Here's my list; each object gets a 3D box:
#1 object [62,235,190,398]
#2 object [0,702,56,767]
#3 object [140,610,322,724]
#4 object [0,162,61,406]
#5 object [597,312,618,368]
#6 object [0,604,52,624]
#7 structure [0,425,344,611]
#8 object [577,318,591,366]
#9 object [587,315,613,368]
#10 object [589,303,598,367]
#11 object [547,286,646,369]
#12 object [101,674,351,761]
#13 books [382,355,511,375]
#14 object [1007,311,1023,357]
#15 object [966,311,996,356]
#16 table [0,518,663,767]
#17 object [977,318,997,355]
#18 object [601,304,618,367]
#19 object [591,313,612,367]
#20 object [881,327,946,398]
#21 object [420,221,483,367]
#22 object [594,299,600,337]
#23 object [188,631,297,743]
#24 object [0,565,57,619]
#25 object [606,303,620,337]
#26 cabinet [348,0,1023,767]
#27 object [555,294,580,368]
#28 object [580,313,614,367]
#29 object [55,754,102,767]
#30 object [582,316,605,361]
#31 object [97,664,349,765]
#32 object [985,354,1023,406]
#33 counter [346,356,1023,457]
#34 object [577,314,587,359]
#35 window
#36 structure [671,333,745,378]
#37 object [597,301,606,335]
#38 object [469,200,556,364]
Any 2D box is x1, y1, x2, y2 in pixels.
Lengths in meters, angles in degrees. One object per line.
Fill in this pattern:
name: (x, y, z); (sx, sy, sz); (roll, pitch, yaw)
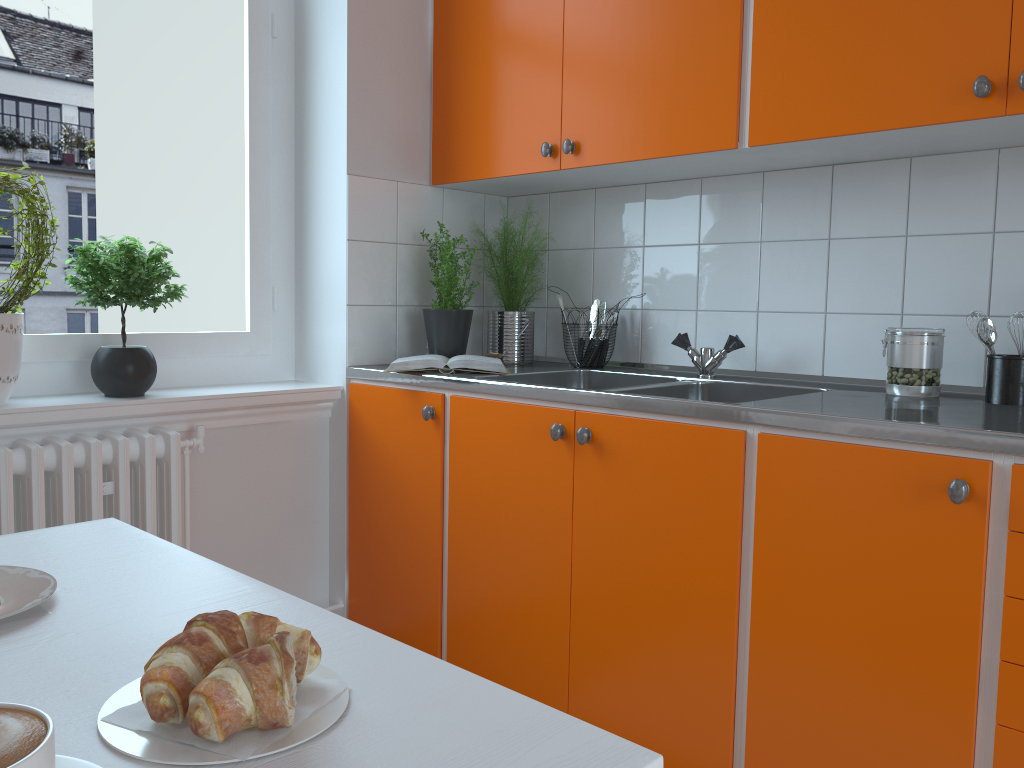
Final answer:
object: (-0.982, -0.174, 2.239); (0.310, 0.406, 0.271); (1, 5, 4)
object: (-0.277, 0.203, 0.432); (0.097, 0.064, 0.095); (-4, 7, -43)
object: (-0.205, 0.192, 0.628); (0.071, 0.060, 0.129); (6, 7, 43)
object: (-1.215, -0.237, 1.978); (0.219, 0.573, 0.381); (3, 5, 24)
object: (0.281, -0.129, 2.618); (0.055, 0.166, 0.020); (3, 5, 21)
object: (-0.570, 0.201, 0.789); (0.232, 0.003, 0.224); (6, 7, 43)
structure: (-0.835, 0.429, 2.322); (0.209, 0.660, 1.631); (5, 7, 43)
object: (0.217, -0.126, 2.680); (0.019, 0.146, 0.108); (3, 5, 24)
object: (0.261, -0.125, 2.610); (0.079, 0.158, 0.020); (2, 5, 12)
object: (0.245, -0.150, 2.691); (0.024, 0.192, 0.087); (2, 5, 9)
object: (0.242, -0.169, 2.643); (0.333, 0.243, 0.171); (3, 5, 21)
object: (-0.194, 0.221, 0.617); (0.121, 0.005, 0.121); (3, 6, 24)
books: (-0.177, -0.056, 2.458); (0.342, 0.040, 0.232); (1, 5, -1)
object: (1.011, -0.079, 1.763); (0.045, 0.131, 0.075); (4, 6, 36)
object: (1.002, -0.057, 1.847); (0.108, 0.190, 0.044); (2, 5, 6)
table: (-0.649, 0.621, 0.430); (0.847, 0.770, 1.255); (6, 7, 43)
object: (0.987, -0.048, 1.824); (0.086, 0.176, 0.053); (-3, 6, -37)
object: (0.292, -0.145, 2.654); (0.059, 0.189, 0.018); (-1, 5, -25)
object: (0.266, -0.129, 2.639); (0.070, 0.163, 0.020); (-3, 6, -42)
object: (0.889, -0.049, 1.959); (0.116, 0.150, 0.118); (0, 5, -12)
object: (-0.190, -0.267, 2.640); (0.154, 0.432, 0.193); (-1, 5, -22)
object: (0.250, -0.157, 2.707); (0.026, 0.203, 0.054); (3, 5, 26)
object: (-0.176, 0.197, 0.582); (0.073, 0.059, 0.061); (-1, 5, -25)
object: (-0.514, 0.197, 0.795); (0.194, 0.012, 0.189); (5, 7, 41)
object: (0.285, -0.148, 2.637); (0.075, 0.198, 0.024); (3, 5, 22)
cabinet: (0.884, -0.262, 1.689); (3.167, 2.346, 0.691); (6, 7, 44)
object: (0.166, -0.159, 2.655); (0.100, 0.218, 0.018); (5, 6, 43)
object: (0.262, -0.151, 2.660); (0.076, 0.199, 0.132); (3, 5, 24)
object: (-0.275, 0.231, 0.436); (0.158, 0.020, 0.163); (-2, 6, -31)
object: (0.244, -0.129, 2.674); (0.084, 0.153, 0.021); (-3, 6, -39)
object: (-0.198, 0.223, 0.617); (0.166, 0.005, 0.167); (1, 5, -4)
object: (1.026, -0.006, 1.819); (0.097, 0.105, 0.095); (3, 5, 25)
counter: (0.888, 0.091, 1.731); (3.165, 0.132, 0.668); (6, 7, 44)
object: (0.211, -0.136, 2.700); (0.020, 0.162, 0.070); (2, 5, 12)
window: (-1.082, -0.937, 2.220); (0.112, 1.927, 1.262); (5, 7, 43)
structure: (0.522, -0.077, 2.370); (0.205, 0.116, 0.048); (6, 7, 43)
object: (0.270, -0.153, 2.685); (0.022, 0.198, 0.074); (2, 5, 7)
object: (0.006, -0.318, 2.752); (0.331, 0.511, 0.278); (5, 6, 39)
